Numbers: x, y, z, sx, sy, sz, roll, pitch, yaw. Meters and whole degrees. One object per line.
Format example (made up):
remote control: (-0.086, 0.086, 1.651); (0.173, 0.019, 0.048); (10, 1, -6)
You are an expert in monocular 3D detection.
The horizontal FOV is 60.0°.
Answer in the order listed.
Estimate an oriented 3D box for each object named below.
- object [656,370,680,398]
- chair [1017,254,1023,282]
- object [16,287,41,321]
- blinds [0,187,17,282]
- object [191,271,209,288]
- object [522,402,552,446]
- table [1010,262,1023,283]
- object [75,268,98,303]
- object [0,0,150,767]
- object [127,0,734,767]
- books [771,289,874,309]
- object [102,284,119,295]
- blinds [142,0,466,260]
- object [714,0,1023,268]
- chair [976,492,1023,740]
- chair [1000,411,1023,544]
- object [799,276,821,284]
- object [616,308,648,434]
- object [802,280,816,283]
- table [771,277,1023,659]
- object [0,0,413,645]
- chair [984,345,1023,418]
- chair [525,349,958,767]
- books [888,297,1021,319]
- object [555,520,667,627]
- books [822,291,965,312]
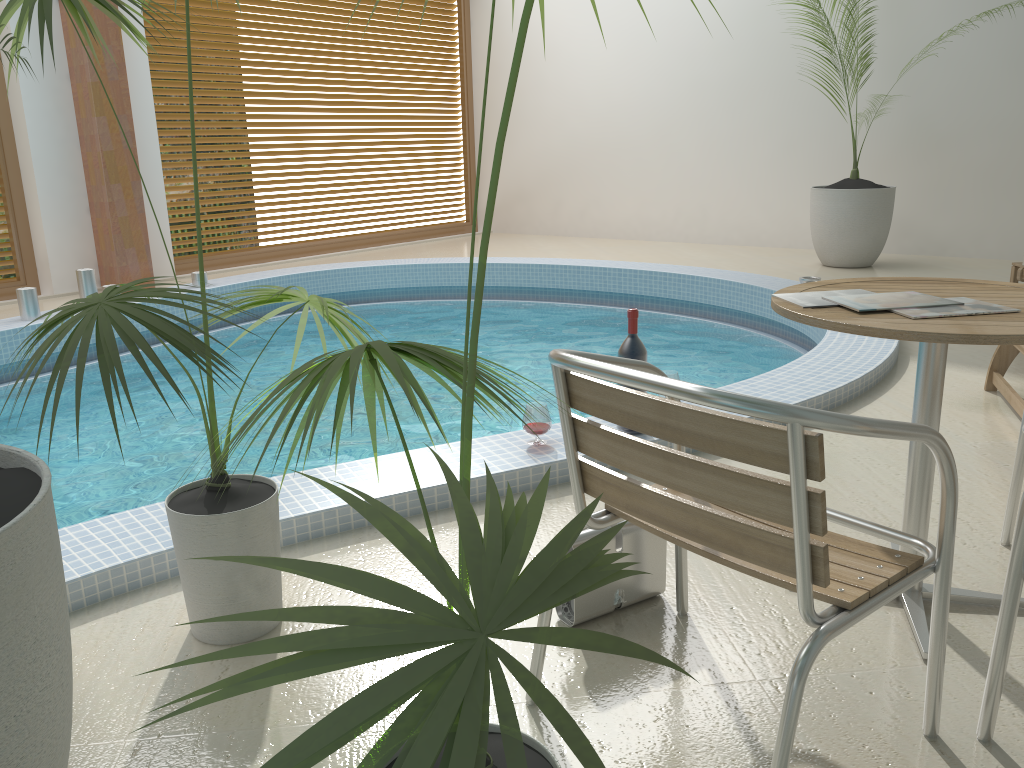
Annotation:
object: (0.599, 0.021, 3.395); (0.102, 0.137, 0.102); (-15, 20, -41)
chair: (3.765, -0.679, 4.556); (1.903, 0.866, 0.861); (-1, 15, 1)
object: (-3.028, -0.503, 5.555); (0.115, 0.194, 0.115); (-4, 16, -11)
blinds: (-5.214, -1.724, 5.304); (0.095, 2.921, 4.200); (10, 19, 37)
object: (-2.362, -0.792, 6.710); (0.115, 0.107, 0.115); (-2, 15, -2)
object: (0.085, 0.135, 3.029); (0.102, 0.137, 0.102); (-15, 20, -41)
table: (3.314, -0.609, 5.502); (0.283, 0.255, 0.320); (-1, 15, 1)
object: (-2.830, -0.638, 5.917); (0.115, 0.254, 0.115); (-4, 16, -11)
object: (-0.869, -0.680, 1.041); (2.729, 2.960, 2.979); (-12, 18, -33)
object: (0.012, -0.008, 0.914); (0.791, 1.695, 1.059); (-6, 16, -15)
books: (0.724, -0.192, 1.989); (0.241, 0.004, 0.166); (-4, 16, -10)
object: (-2.782, -0.630, 6.163); (0.115, 0.107, 0.115); (-2, 15, -2)
blinds: (-2.004, -2.882, 9.213); (0.095, 2.921, 4.414); (10, 19, 37)
object: (2.856, -2.387, 6.904); (2.979, 2.960, 2.729); (-1, 15, 3)
chair: (1.185, 0.331, 1.365); (0.618, 0.727, 0.563); (-4, 15, -9)
chair: (1.626, 0.120, 2.091); (0.563, 0.727, 0.618); (-7, 16, -18)
object: (1.992, -0.676, 5.931); (0.140, 0.069, 0.140); (0, 15, 7)
object: (0.419, -0.046, 3.087); (0.109, 0.435, 0.109); (-6, 16, -16)
object: (1.957, -0.628, 5.757); (0.140, 0.069, 0.140); (0, 15, 7)
table: (0.940, 0.165, 2.033); (0.700, 0.720, 0.700); (-11, 18, -31)
object: (-0.716, -0.273, 1.953); (0.791, 1.695, 1.059); (6, 17, 25)
chair: (2.825, -0.253, 3.096); (1.903, 0.866, 0.861); (3, 16, 16)
chair: (0.407, 0.279, 1.632); (0.563, 0.727, 0.618); (-14, 19, -37)
books: (0.899, -0.160, 1.855); (0.241, 0.004, 0.166); (-4, 16, -10)
object: (0.234, 0.425, 2.094); (0.272, 0.223, 0.081); (-11, 18, -30)
books: (0.815, -0.180, 1.918); (0.241, 0.004, 0.166); (-4, 16, -10)
